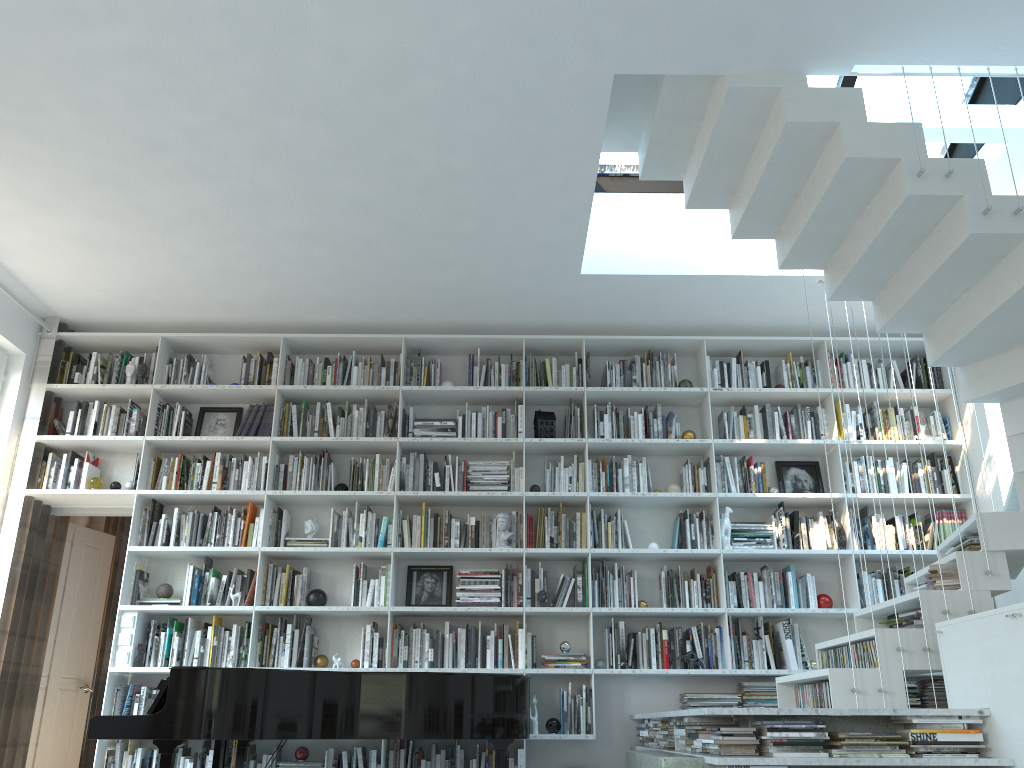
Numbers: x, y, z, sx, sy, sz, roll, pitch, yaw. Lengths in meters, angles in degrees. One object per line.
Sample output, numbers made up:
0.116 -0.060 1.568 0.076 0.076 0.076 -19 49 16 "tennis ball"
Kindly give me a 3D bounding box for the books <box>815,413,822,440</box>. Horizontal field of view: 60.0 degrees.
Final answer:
2.102 0.340 6.151 0.022 0.233 0.159 0 -21 0 "books"

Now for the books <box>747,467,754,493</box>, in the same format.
1.602 0.684 5.998 0.013 0.206 0.190 0 -21 0 "books"

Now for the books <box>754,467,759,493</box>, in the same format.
1.639 0.687 6.013 0.033 0.212 0.153 0 -21 0 "books"

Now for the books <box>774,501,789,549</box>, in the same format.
1.790 0.967 5.892 0.010 0.338 0.180 0 -21 0 "books"

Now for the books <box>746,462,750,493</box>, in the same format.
1.585 0.666 6.033 0.020 0.266 0.153 0 -21 0 "books"

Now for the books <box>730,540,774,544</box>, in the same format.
1.569 1.059 5.880 0.285 0.012 0.160 1 -21 -2 "books"

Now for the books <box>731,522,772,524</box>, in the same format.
1.572 0.946 5.923 0.285 0.012 0.160 0 -21 2 "books"

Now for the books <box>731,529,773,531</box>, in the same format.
1.572 0.988 5.899 0.285 0.012 0.160 2 -21 -5 "books"

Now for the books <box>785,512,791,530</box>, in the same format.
1.832 1.004 5.906 0.013 0.279 0.131 0 -21 0 "books"

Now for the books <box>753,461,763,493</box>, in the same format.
1.666 0.669 6.020 0.021 0.252 0.167 0 -21 0 "books"

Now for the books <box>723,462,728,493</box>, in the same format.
1.434 0.670 6.018 0.011 0.247 0.156 0 -21 0 "books"

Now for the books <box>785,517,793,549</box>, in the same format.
1.810 1.018 5.882 0.030 0.235 0.180 0 -21 0 "books"

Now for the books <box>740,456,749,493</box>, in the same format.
1.570 0.651 6.024 0.012 0.286 0.177 0 -21 0 "books"

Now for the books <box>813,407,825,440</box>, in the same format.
2.126 0.315 6.157 0.026 0.283 0.147 0 -21 0 "books"

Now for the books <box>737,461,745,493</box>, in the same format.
1.542 0.669 6.043 0.043 0.268 0.131 0 -21 0 "books"

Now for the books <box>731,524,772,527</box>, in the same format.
1.572 0.957 5.919 0.285 0.012 0.160 1 -21 -2 "books"

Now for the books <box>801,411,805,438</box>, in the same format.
1.993 0.334 6.159 0.014 0.248 0.163 0 -21 0 "books"

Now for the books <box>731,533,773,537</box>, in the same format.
1.572 1.012 5.895 0.285 0.012 0.160 1 -21 -3 "books"

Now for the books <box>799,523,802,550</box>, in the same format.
1.902 1.011 5.919 0.010 0.277 0.129 0 -21 0 "books"

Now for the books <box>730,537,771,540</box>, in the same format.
1.569 1.038 5.893 0.254 0.012 0.161 0 -21 0 "books"

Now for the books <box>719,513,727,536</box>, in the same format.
1.404 1.009 5.905 0.028 0.266 0.138 0 -21 0 "books"

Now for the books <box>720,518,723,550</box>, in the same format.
1.377 1.019 5.868 0.027 0.220 0.185 0 -21 0 "books"

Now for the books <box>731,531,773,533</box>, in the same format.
1.572 1.002 5.902 0.285 0.012 0.160 0 -21 2 "books"

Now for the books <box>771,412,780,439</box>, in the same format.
1.805 0.331 6.126 0.030 0.229 0.187 0 -21 0 "books"

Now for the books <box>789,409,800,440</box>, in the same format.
1.953 0.323 6.151 0.023 0.262 0.156 0 -21 0 "books"

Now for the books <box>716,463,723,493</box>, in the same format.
1.399 0.675 6.040 0.030 0.252 0.128 0 -21 0 "books"

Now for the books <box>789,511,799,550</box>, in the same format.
1.868 0.999 5.894 0.059 0.281 0.168 0 -21 0 "books"

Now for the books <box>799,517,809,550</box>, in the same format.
1.923 1.020 5.893 0.031 0.241 0.147 0 -21 0 "books"

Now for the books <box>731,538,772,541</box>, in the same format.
1.569 1.045 5.879 0.254 0.012 0.161 2 -21 -5 "books"

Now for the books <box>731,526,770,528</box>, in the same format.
1.572 0.968 5.914 0.254 0.012 0.161 0 -21 2 "books"

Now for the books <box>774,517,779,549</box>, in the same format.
1.742 1.022 5.909 0.023 0.246 0.138 0 -21 0 "books"

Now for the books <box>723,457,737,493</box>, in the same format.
1.472 0.653 6.031 0.065 0.287 0.146 0 -21 0 "books"

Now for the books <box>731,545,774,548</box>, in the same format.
1.568 1.090 5.861 0.285 0.012 0.160 -1 -21 4 "books"

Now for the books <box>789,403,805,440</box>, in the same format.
1.976 0.304 6.144 0.022 0.293 0.181 0 -21 0 "books"

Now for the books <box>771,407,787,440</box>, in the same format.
1.860 0.316 6.161 0.048 0.282 0.163 0 -21 0 "books"

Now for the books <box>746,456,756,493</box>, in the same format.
1.616 0.652 6.022 0.014 0.284 0.176 0 -21 0 "books"

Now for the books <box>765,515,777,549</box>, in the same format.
1.724 1.013 5.893 0.012 0.253 0.161 0 -21 0 "books"

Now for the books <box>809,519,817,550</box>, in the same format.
1.984 1.029 5.908 0.028 0.234 0.129 0 -21 0 "books"

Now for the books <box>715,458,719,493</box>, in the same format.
1.368 0.658 6.038 0.031 0.283 0.137 0 -21 0 "books"

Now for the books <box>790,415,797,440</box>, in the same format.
1.927 0.341 6.135 0.031 0.216 0.166 0 -21 0 "books"

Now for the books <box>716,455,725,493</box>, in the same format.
1.421 0.648 6.036 0.015 0.299 0.141 0 -21 0 "books"

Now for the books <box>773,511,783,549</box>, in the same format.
1.768 1.002 5.909 0.012 0.284 0.160 0 -21 0 "books"

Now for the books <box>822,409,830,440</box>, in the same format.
2.155 0.323 6.151 0.031 0.264 0.170 0 -21 0 "books"

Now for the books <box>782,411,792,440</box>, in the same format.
1.891 0.328 6.132 0.014 0.239 0.190 0 -21 0 "books"

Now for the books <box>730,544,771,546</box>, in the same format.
1.568 1.080 5.868 0.254 0.012 0.161 -1 -21 3 "books"

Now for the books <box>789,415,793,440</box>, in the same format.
1.905 0.346 6.144 0.013 0.215 0.178 0 -21 0 "books"

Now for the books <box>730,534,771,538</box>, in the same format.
1.572 1.022 5.887 0.254 0.012 0.161 -1 -21 4 "books"

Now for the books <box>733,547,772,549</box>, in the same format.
1.568 1.102 5.859 0.254 0.012 0.161 2 -21 -4 "books"

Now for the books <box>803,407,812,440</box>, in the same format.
2.030 0.315 6.142 0.036 0.271 0.177 0 -21 0 "books"

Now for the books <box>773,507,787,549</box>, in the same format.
1.780 0.986 5.887 0.011 0.299 0.185 0 -21 0 "books"

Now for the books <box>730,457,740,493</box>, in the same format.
1.514 0.657 6.036 0.012 0.284 0.160 0 -21 0 "books"

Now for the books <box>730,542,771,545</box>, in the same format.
1.568 1.070 5.876 0.254 0.012 0.161 0 -21 2 "books"

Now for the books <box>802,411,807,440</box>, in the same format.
2.006 0.329 6.146 0.011 0.248 0.152 0 -21 0 "books"

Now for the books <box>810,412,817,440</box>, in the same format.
2.063 0.333 6.143 0.030 0.240 0.163 0 -21 0 "books"

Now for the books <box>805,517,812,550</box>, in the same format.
1.954 1.023 5.912 0.031 0.249 0.133 0 -21 0 "books"

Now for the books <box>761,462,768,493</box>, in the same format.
1.690 0.670 6.009 0.026 0.242 0.178 0 -21 0 "books"

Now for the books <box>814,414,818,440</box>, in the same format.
2.085 0.337 6.161 0.014 0.245 0.143 0 -21 0 "books"

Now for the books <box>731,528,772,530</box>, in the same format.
1.572 0.980 5.910 0.285 0.012 0.160 0 -21 2 "books"

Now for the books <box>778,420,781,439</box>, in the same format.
1.833 0.364 6.164 0.027 0.195 0.131 0 -21 0 "books"
